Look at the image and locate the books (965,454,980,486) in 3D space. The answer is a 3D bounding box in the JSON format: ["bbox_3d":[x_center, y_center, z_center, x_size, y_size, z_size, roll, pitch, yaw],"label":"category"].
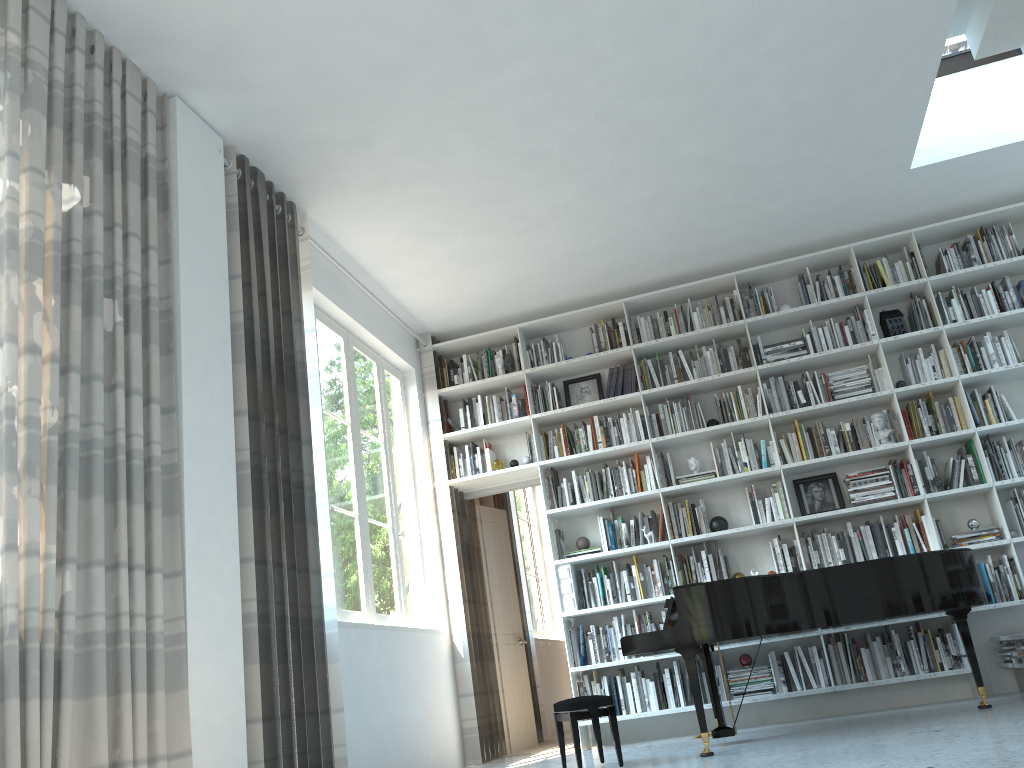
[{"bbox_3d":[3.067,0.596,5.925,0.029,0.222,0.171,-13,-19,12],"label":"books"}]

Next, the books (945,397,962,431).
[{"bbox_3d":[3.019,0.237,6.062,0.032,0.265,0.143,-13,-19,12],"label":"books"}]

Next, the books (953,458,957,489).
[{"bbox_3d":[2.964,0.629,5.972,0.095,0.225,0.144,-13,-19,12],"label":"books"}]

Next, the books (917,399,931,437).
[{"bbox_3d":[2.832,0.264,6.102,0.019,0.293,0.164,-13,-19,12],"label":"books"}]

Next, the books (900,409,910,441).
[{"bbox_3d":[2.709,0.316,6.142,0.015,0.254,0.151,-13,-19,12],"label":"books"}]

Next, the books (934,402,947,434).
[{"bbox_3d":[2.928,0.265,6.083,0.033,0.252,0.175,-13,-19,12],"label":"books"}]

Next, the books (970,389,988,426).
[{"bbox_3d":[3.162,0.190,6.008,0.013,0.278,0.192,-13,-19,12],"label":"books"}]

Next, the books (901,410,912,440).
[{"bbox_3d":[2.726,0.317,6.135,0.014,0.243,0.145,-13,-19,12],"label":"books"}]

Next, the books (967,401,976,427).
[{"bbox_3d":[3.111,0.239,6.036,0.015,0.219,0.155,-13,-19,12],"label":"books"}]

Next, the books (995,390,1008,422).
[{"bbox_3d":[3.304,0.181,6.005,0.007,0.253,0.161,-13,-19,12],"label":"books"}]

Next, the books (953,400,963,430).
[{"bbox_3d":[3.042,0.246,6.068,0.019,0.247,0.149,-13,-19,12],"label":"books"}]

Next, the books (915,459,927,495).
[{"bbox_3d":[2.762,0.654,6.024,0.024,0.262,0.154,-13,-19,12],"label":"books"}]

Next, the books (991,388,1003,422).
[{"bbox_3d":[3.270,0.177,6.008,0.006,0.272,0.167,-13,-19,12],"label":"books"}]

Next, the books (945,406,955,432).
[{"bbox_3d":[2.972,0.272,6.049,0.034,0.203,0.182,-13,-19,12],"label":"books"}]

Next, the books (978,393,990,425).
[{"bbox_3d":[3.198,0.203,6.025,0.013,0.255,0.145,-13,-19,12],"label":"books"}]

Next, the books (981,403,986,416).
[{"bbox_3d":[3.188,0.234,6.013,0.014,0.192,0.147,-13,-19,12],"label":"books"}]

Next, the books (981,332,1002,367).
[{"bbox_3d":[3.309,-0.196,6.113,0.027,0.294,0.160,-13,-19,12],"label":"books"}]

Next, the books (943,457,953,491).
[{"bbox_3d":[2.925,0.628,5.956,0.095,0.227,0.190,-13,-19,12],"label":"books"}]

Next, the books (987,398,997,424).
[{"bbox_3d":[3.237,0.215,6.005,0.014,0.208,0.157,-13,-19,12],"label":"books"}]

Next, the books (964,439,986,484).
[{"bbox_3d":[3.103,0.542,5.940,0.014,0.323,0.183,-13,-19,12],"label":"books"}]

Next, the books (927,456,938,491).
[{"bbox_3d":[2.844,0.635,6.007,0.012,0.265,0.158,-13,-19,12],"label":"books"}]

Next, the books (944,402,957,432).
[{"bbox_3d":[3.000,0.256,6.067,0.028,0.238,0.146,-13,-19,12],"label":"books"}]

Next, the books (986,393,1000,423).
[{"bbox_3d":[3.257,0.196,6.009,0.017,0.242,0.133,-13,-19,12],"label":"books"}]

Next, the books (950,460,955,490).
[{"bbox_3d":[2.944,0.634,5.954,0.089,0.209,0.176,-13,-19,12],"label":"books"}]

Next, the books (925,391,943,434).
[{"bbox_3d":[2.904,0.228,6.097,0.021,0.336,0.170,-13,-19,12],"label":"books"}]

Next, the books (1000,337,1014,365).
[{"bbox_3d":[3.380,-0.185,6.079,0.021,0.231,0.183,-13,-19,12],"label":"books"}]

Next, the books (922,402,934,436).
[{"bbox_3d":[2.858,0.274,6.117,0.035,0.277,0.139,-13,-19,12],"label":"books"}]

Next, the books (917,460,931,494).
[{"bbox_3d":[2.786,0.653,6.014,0.028,0.252,0.143,-13,-19,12],"label":"books"}]

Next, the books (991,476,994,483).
[{"bbox_3d":[3.158,0.558,5.920,0.010,0.265,0.158,-13,-19,12],"label":"books"}]

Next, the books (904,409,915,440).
[{"bbox_3d":[2.743,0.316,6.143,0.013,0.246,0.177,-13,-19,12],"label":"books"}]

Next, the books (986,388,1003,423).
[{"bbox_3d":[3.263,0.178,6.003,0.006,0.269,0.179,-13,-19,12],"label":"books"}]

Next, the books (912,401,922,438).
[{"bbox_3d":[2.784,0.274,6.110,0.035,0.292,0.145,-13,-19,12],"label":"books"}]

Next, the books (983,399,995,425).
[{"bbox_3d":[3.209,0.221,5.983,0.017,0.191,0.192,-13,-19,12],"label":"books"}]

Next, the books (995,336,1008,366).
[{"bbox_3d":[3.360,-0.190,6.102,0.024,0.261,0.134,-13,-19,12],"label":"books"}]

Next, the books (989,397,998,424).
[{"bbox_3d":[3.244,0.210,5.996,0.007,0.211,0.158,-13,-19,12],"label":"books"}]

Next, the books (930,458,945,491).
[{"bbox_3d":[2.868,0.638,5.999,0.035,0.247,0.141,-13,-19,12],"label":"books"}]

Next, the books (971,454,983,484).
[{"bbox_3d":[3.094,0.592,5.930,0.021,0.225,0.148,-13,-19,12],"label":"books"}]

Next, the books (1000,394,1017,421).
[{"bbox_3d":[3.328,0.189,5.966,0.051,0.209,0.177,-13,-19,12],"label":"books"}]

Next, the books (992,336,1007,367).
[{"bbox_3d":[3.333,-0.182,6.086,0.025,0.244,0.184,-13,-19,12],"label":"books"}]

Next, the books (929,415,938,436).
[{"bbox_3d":[2.890,0.314,6.098,0.030,0.180,0.132,-13,-19,12],"label":"books"}]

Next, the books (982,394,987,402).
[{"bbox_3d":[3.224,0.202,6.013,0.008,0.241,0.169,-13,-19,12],"label":"books"}]

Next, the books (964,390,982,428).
[{"bbox_3d":[3.124,0.200,6.034,0.035,0.286,0.192,-13,-19,12],"label":"books"}]

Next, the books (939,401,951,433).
[{"bbox_3d":[2.944,0.258,6.053,0.027,0.241,0.189,-13,-19,12],"label":"books"}]

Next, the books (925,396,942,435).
[{"bbox_3d":[2.890,0.246,6.075,0.019,0.292,0.182,-13,-19,12],"label":"books"}]

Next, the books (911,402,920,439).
[{"bbox_3d":[2.776,0.281,6.127,0.035,0.292,0.145,-13,-19,12],"label":"books"}]

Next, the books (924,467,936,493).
[{"bbox_3d":[2.811,0.669,5.979,0.027,0.191,0.183,-13,-19,12],"label":"books"}]

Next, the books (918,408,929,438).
[{"bbox_3d":[2.821,0.297,6.099,0.015,0.231,0.180,-13,-19,12],"label":"books"}]

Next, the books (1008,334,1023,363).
[{"bbox_3d":[3.440,-0.204,6.080,0.034,0.253,0.161,-13,-19,12],"label":"books"}]

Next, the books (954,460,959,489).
[{"bbox_3d":[2.974,0.632,5.963,0.090,0.211,0.143,-13,-19,12],"label":"books"}]

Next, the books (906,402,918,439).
[{"bbox_3d":[2.761,0.281,6.120,0.035,0.292,0.145,-13,-19,12],"label":"books"}]

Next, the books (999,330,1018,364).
[{"bbox_3d":[3.396,-0.212,6.070,0.024,0.271,0.170,-13,-19,12],"label":"books"}]

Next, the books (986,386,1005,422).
[{"bbox_3d":[3.278,0.168,6.008,0.013,0.286,0.159,-13,-19,12],"label":"books"}]

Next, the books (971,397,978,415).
[{"bbox_3d":[3.152,0.221,6.040,0.007,0.243,0.146,-13,-19,12],"label":"books"}]

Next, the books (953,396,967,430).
[{"bbox_3d":[3.059,0.231,6.065,0.033,0.267,0.142,-13,-19,12],"label":"books"}]

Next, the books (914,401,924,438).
[{"bbox_3d":[2.801,0.276,6.121,0.035,0.292,0.145,-13,-19,12],"label":"books"}]

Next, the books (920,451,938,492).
[{"bbox_3d":[2.827,0.616,6.007,0.013,0.305,0.141,-13,-19,12],"label":"books"}]

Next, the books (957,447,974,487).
[{"bbox_3d":[3.049,0.577,5.958,0.013,0.284,0.139,-13,-19,12],"label":"books"}]
